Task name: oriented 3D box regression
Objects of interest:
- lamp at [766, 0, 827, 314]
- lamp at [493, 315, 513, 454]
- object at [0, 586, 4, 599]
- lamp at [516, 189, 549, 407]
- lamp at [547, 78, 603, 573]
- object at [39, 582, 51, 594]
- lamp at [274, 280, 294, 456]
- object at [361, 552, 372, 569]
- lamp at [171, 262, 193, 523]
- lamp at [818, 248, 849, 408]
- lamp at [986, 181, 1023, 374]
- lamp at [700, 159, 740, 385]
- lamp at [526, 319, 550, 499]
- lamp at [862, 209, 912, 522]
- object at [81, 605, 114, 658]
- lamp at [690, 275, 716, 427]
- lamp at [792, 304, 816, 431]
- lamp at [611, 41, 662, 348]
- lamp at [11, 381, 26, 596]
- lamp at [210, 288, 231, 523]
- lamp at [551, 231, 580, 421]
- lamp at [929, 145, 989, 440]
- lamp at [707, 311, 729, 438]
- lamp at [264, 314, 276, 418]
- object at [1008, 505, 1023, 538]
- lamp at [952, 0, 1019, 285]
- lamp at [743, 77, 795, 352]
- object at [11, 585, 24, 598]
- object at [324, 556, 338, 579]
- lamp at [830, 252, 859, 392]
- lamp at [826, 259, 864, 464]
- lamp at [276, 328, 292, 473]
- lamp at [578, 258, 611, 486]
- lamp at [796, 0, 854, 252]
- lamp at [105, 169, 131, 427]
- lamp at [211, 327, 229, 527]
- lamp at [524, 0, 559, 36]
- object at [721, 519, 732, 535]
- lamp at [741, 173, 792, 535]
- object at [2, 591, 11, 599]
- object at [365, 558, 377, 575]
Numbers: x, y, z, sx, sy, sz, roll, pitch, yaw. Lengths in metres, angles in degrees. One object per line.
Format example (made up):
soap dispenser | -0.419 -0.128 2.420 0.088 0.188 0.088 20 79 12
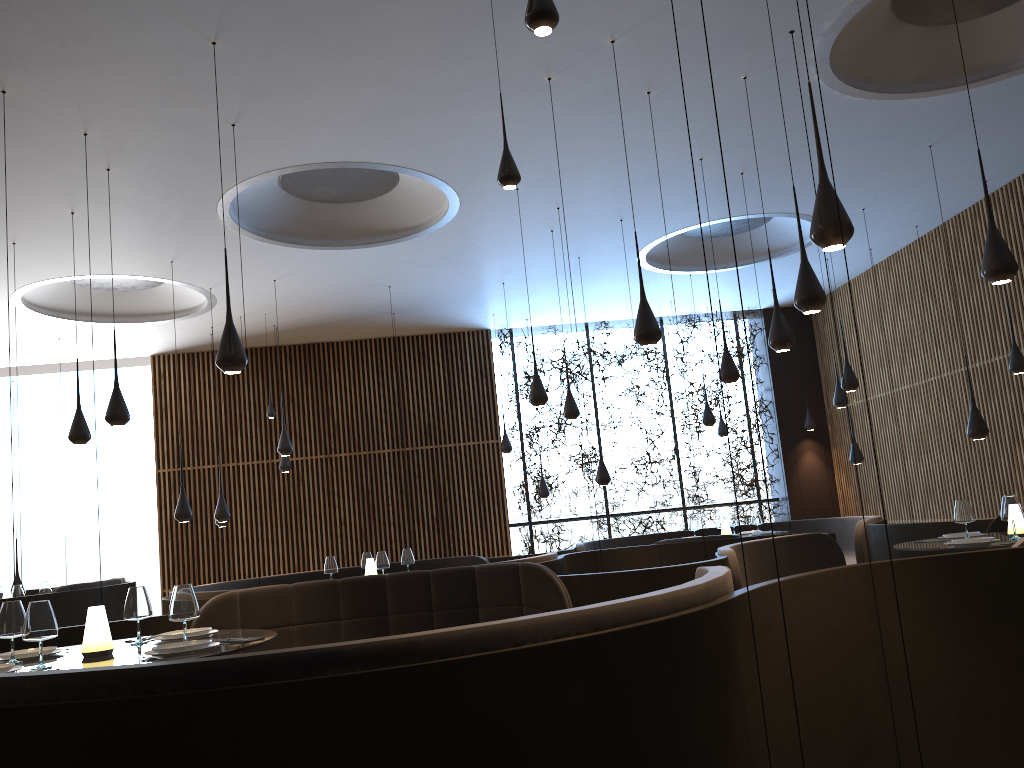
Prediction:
lamp | 1.740 -1.536 5.607 0.196 2.216 0.196 -4 -8 -10
lamp | -0.184 -0.008 13.985 0.196 2.216 0.196 -10 -9 29
object | -6.395 2.670 11.045 0.142 0.294 0.142 -1 -9 -32
lamp | 0.160 -0.872 8.794 0.196 2.216 0.196 -10 -9 29
lamp | 0.587 0.752 6.370 0.196 6.254 0.196 -10 -9 29
object | -5.800 2.608 11.017 0.142 0.294 0.142 0 -10 -37
lamp | -2.889 -0.211 11.049 0.196 2.216 0.196 -4 -8 -10
object | -1.541 1.946 9.471 0.142 0.294 0.142 1 -10 -38
lamp | -3.743 0.061 9.929 0.196 2.951 0.196 1 -10 -40
lamp | 4.245 -0.782 11.847 0.196 2.216 0.196 -3 -8 -20
lamp | 5.492 -1.210 9.926 0.196 2.216 0.196 -3 -8 -20
lamp | 1.949 -1.095 8.492 0.196 2.216 0.196 -10 -9 29
lamp | 0.381 0.387 14.478 0.196 2.951 0.196 -10 -9 29
lamp | 4.521 0.987 10.232 0.196 6.254 0.196 -7 -8 10
object | -2.001 1.190 4.276 0.142 0.231 0.145 -1 -9 -31
lamp | 2.701 -0.489 12.737 0.196 2.216 0.196 -3 -8 -20
lamp | 5.001 -0.302 15.307 0.196 2.216 0.196 -8 -8 20
lamp | 0.826 -1.351 6.185 0.196 2.216 0.196 -10 -9 29
lamp | -6.707 1.417 11.970 0.196 2.951 0.196 -12 -10 39
lamp | -3.696 0.242 11.090 0.196 2.951 0.196 -12 -10 39
lamp | 0.574 -0.687 10.183 0.196 2.216 0.196 -10 -9 29
lamp | 4.326 -0.926 8.674 0.196 2.951 0.196 -3 -8 -20
lamp | 3.428 -0.205 14.955 0.196 2.216 0.196 -8 -8 20
lamp | -3.484 -0.260 12.674 0.133 1.503 0.133 -4 -8 -10
object | 3.601 0.972 6.323 0.144 0.231 0.143 -4 -8 -14
lamp | 2.736 -1.683 5.293 0.196 2.216 0.196 -3 -8 -20
lamp | 1.963 -1.347 6.923 0.196 2.216 0.196 -10 -9 29
object | -5.829 2.520 10.454 0.142 0.294 0.142 -5 -8 -3
object | -1.820 1.884 8.918 0.142 0.294 0.142 2 -11 -44
lamp | 3.689 -1.011 10.073 0.196 2.216 0.196 -3 -8 -20
lamp | 4.676 -0.338 12.557 0.196 2.951 0.196 -3 -8 -20
lamp | -3.511 0.233 13.467 0.196 2.216 0.196 -8 -8 20
lamp | 1.011 -0.181 11.310 0.196 2.951 0.196 -4 -8 -10
lamp | 1.375 -1.718 4.225 0.196 2.216 0.196 -4 -8 -10
lamp | -3.356 -0.744 7.457 0.196 2.216 0.196 -4 -8 -10
lamp | -4.327 0.610 13.009 0.196 2.951 0.196 -3 -8 -20
lamp | 0.046 -2.078 3.458 0.133 1.503 0.133 -4 -8 -10
object | 2.868 1.934 11.886 0.144 0.231 0.143 -2 -9 -25
lamp | 2.667 0.923 8.704 0.196 6.254 0.196 -7 -8 10
object | -6.117 2.626 10.744 0.142 0.231 0.145 -8 -8 15
object | -1.454 1.913 9.125 0.144 0.231 0.143 -7 -8 10
